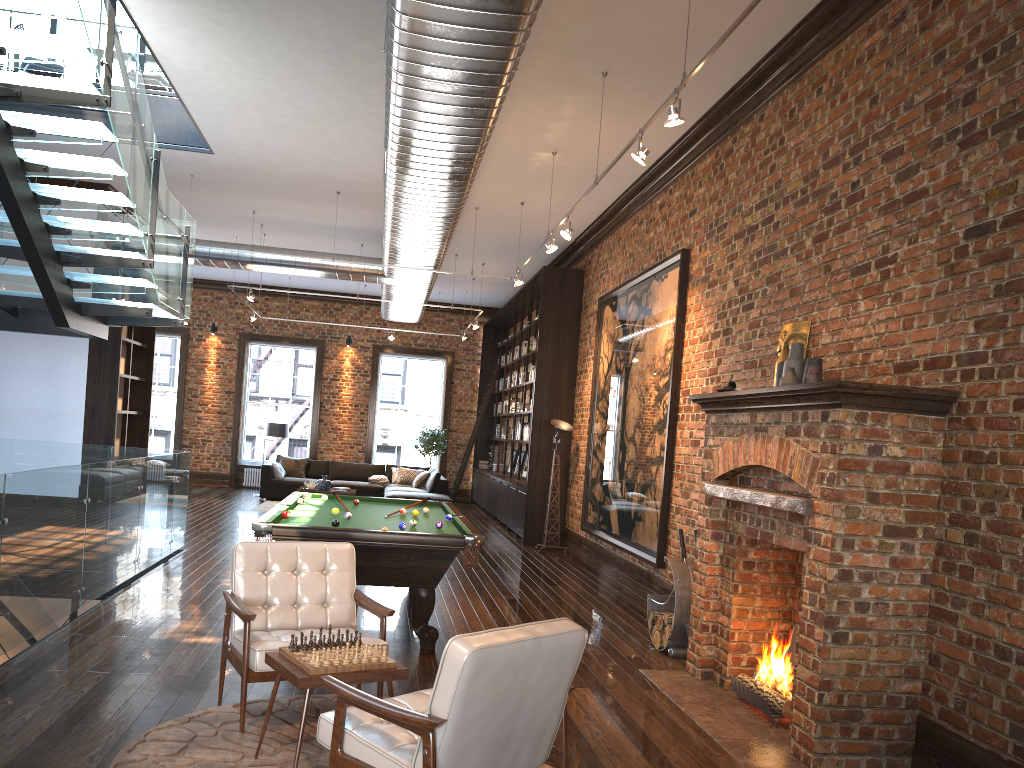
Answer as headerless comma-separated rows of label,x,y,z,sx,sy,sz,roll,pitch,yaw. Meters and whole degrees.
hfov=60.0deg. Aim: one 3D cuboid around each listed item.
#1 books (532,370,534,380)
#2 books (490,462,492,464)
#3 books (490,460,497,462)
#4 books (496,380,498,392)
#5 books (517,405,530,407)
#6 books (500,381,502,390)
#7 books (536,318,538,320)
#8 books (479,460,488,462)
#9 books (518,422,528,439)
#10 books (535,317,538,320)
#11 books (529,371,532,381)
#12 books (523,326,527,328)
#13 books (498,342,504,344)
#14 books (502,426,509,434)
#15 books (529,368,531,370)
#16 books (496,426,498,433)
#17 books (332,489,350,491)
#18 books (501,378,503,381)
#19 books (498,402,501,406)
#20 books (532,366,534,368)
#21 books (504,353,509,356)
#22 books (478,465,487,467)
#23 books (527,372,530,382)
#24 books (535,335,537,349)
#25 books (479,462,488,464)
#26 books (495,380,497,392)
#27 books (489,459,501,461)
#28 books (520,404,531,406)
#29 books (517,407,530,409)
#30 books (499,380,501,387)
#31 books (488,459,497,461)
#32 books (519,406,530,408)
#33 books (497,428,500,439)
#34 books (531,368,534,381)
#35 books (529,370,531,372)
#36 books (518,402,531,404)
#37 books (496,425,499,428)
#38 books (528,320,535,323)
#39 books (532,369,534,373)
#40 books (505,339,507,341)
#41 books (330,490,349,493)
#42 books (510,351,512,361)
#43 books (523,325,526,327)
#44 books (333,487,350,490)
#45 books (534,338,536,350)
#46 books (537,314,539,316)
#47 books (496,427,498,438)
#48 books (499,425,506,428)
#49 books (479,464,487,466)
books,0.438,-0.125,15.232,0.181,0.209,0.024,4,1,-9
books,-0.376,1.773,19.819,0.220,0.013,0.342,5,-4,-5
books,-0.371,1.719,19.818,0.211,0.019,0.342,5,-4,-4
books,-0.253,0.067,19.889,0.176,0.296,0.017,4,1,-9
books,0.239,0.409,16.264,0.283,0.010,0.169,5,-4,-10
books,-0.149,0.065,19.184,0.191,0.229,0.034,4,1,-9
books,0.519,-1.098,15.226,0.206,0.009,0.333,5,-4,-6
books,-0.636,1.719,19.834,0.184,0.008,0.305,5,-4,-6
books,0.219,0.874,16.388,0.183,0.336,0.015,4,1,-9
books,0.517,-1.112,15.226,0.217,0.020,0.234,5,-4,-11
books,0.400,-0.111,15.497,0.181,0.208,0.030,4,1,-9
books,0.316,-1.052,16.658,0.204,0.011,0.308,5,-4,-8
books,-0.174,-0.903,19.788,0.230,0.015,0.312,5,-4,-12
books,-0.138,1.032,18.892,0.129,0.283,0.030,4,1,-9
books,0.371,-0.134,15.702,0.179,0.275,0.098,4,1,-9
books,-0.256,1.072,19.563,0.186,0.266,0.035,4,1,-9
books,-3.070,1.905,15.948,0.205,0.024,0.263,3,-4,26
books,-0.149,0.031,19.244,0.189,0.304,0.014,4,1,-9
books,-0.221,0.551,19.540,0.179,0.299,0.015,4,1,-9
books,0.420,-0.161,15.462,0.152,0.307,0.016,4,1,-9
books,-0.089,-0.498,19.102,0.168,0.338,0.016,4,1,-9
books,-0.658,1.837,19.835,0.170,0.008,0.259,5,-4,-8
books,0.376,-0.105,15.625,0.224,0.209,0.064,5,1,-9
books,0.491,-0.682,15.104,0.183,0.300,0.018,4,1,-9
books,-0.640,1.766,19.835,0.185,0.013,0.272,5,-4,-6
books,-0.283,0.070,19.971,0.176,0.296,0.017,4,1,-9
books,-0.375,1.691,19.816,0.250,0.020,0.317,5,-4,-8
books,0.239,0.395,16.271,0.196,0.019,0.173,5,-3,-3
books,0.236,0.447,16.265,0.292,0.008,0.158,5,-4,-6
books,-0.199,0.052,19.498,0.179,0.286,0.024,4,1,-9
books,-0.383,1.704,19.816,0.246,0.008,0.307,5,-4,-12
books,0.241,0.421,16.244,0.199,0.015,0.134,5,-4,-9
books,-0.208,1.063,19.091,0.212,0.233,0.019,4,1,-9
books,0.420,-0.143,15.448,0.166,0.269,0.011,4,1,-9
books,0.372,-0.120,15.655,0.186,0.244,0.079,4,1,-9
books,0.244,0.351,16.255,0.259,0.005,0.141,5,-4,-5
books,-0.270,1.060,19.661,0.184,0.301,0.015,4,1,-9
books,0.417,-1.114,15.933,0.205,0.017,0.359,5,-4,-11
books,0.427,-0.133,15.378,0.160,0.242,0.031,4,1,-9
books,-0.036,-0.909,18.853,0.230,0.034,0.273,5,-3,-5
books,-3.036,1.887,15.602,0.262,0.024,0.205,6,-4,-31
books,0.044,-0.526,18.157,0.163,0.297,0.029,4,1,-9
books,0.307,-1.066,16.656,0.199,0.017,0.302,5,-4,-13
books,-3.066,1.878,15.941,0.205,0.028,0.262,3,-4,24
books,0.469,-0.653,15.254,0.185,0.259,0.032,4,1,-9
books,0.537,-1.178,15.226,0.189,0.017,0.275,5,-4,-6
books,-0.240,1.074,19.397,0.188,0.244,0.026,4,1,-9
books,-0.205,1.036,19.213,0.165,0.304,0.013,4,1,-9
books,-0.652,1.808,19.835,0.158,0.011,0.251,5,-4,-4
